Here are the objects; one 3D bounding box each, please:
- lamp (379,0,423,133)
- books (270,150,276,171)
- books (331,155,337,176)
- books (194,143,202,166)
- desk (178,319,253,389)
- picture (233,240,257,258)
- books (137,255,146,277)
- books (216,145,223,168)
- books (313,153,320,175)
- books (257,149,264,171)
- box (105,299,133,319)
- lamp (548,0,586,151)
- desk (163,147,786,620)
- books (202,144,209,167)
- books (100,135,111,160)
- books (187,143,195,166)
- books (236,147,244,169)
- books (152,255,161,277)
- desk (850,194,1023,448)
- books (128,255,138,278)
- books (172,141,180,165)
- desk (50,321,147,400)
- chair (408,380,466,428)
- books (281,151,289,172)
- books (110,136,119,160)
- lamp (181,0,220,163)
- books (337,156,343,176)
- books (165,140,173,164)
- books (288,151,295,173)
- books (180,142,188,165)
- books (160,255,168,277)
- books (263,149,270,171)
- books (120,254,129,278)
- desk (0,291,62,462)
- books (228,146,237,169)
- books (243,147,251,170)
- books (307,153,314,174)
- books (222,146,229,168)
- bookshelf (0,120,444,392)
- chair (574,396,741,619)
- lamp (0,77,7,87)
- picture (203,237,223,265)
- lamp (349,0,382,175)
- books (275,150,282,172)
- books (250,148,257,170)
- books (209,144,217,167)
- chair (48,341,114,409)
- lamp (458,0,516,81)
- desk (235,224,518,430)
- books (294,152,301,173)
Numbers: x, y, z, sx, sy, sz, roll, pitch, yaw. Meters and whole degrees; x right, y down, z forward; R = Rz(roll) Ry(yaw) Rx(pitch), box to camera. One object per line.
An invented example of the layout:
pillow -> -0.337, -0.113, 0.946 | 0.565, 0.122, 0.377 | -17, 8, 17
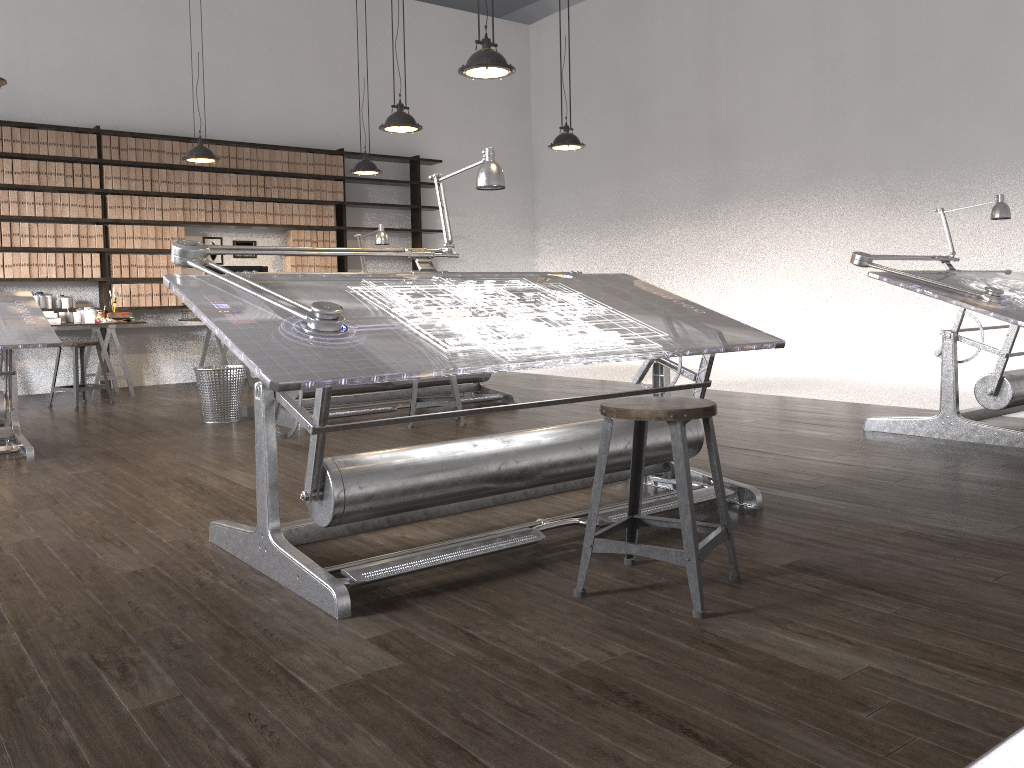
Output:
lamp -> -0.811, -2.926, 6.220 | 0.311, 2.247, 0.313 | -2, 3, -13
books -> -2.532, -2.323, 9.259 | 0.067, 0.225, 0.175 | -3, 4, -37
books -> -1.980, -2.377, 9.684 | 0.067, 0.225, 0.174 | -3, 4, -37
books -> -3.142, -2.263, 8.790 | 0.067, 0.225, 0.174 | -3, 4, -37
desk -> -2.402, -0.343, 8.938 | 1.671, 0.668, 0.656 | -5, 6, -37
picture -> -2.804, -1.411, 9.287 | 0.251, 0.183, 0.023 | -5, 4, -37
books -> -3.576, -1.124, 8.491 | 0.067, 0.225, 0.174 | -3, 4, -37
books -> -2.977, -2.279, 8.917 | 0.067, 0.225, 0.175 | -3, 4, -37
books -> -2.140, -2.360, 9.552 | 0.067, 0.225, 0.175 | -3, 4, -37
books -> -2.639, -2.312, 9.178 | 0.067, 0.225, 0.175 | -3, 4, -37
box -> -3.615, -0.679, 8.133 | 0.212, 0.207, 0.138 | -4, 5, -37
lamp -> 0.422, -3.046, 7.163 | 0.313, 2.247, 0.311 | 1, 3, 32
desk -> -0.088, -0.184, 3.194 | 2.072, 1.383, 1.078 | -5, 5, -37
books -> -3.082, -2.268, 8.832 | 0.067, 0.225, 0.175 | -3, 4, -37
books -> -3.811, -2.198, 8.282 | 0.067, 0.225, 0.175 | -3, 4, -37
books -> -3.200, -2.258, 8.751 | 0.067, 0.225, 0.174 | -3, 4, -37
books -> -2.809, -2.296, 9.050 | 0.067, 0.225, 0.175 | -3, 4, -37
books -> -3.466, -1.135, 8.580 | 0.067, 0.225, 0.175 | -3, 4, -37
desk -> 2.993, -0.459, 5.285 | 2.072, 1.383, 1.078 | -5, 5, -37
books -> -3.635, -1.119, 8.451 | 0.067, 0.225, 0.175 | -3, 4, -37
books -> -3.307, -2.247, 8.661 | 0.067, 0.225, 0.175 | -3, 4, -37
desk -> -4.100, -0.177, 7.638 | 1.671, 0.668, 0.656 | -5, 6, -37
chair -> -0.506, 0.003, 5.785 | 0.372, 0.526, 0.359 | -2, 4, -9
books -> -2.423, -2.333, 9.338 | 0.067, 0.225, 0.175 | -3, 4, -37
books -> -3.749, -2.203, 8.323 | 0.067, 0.225, 0.175 | -3, 4, -37
lamp -> -2.644, -3.005, 7.408 | 0.311, 2.247, 0.313 | -2, 3, -13
books -> -1.922, -2.382, 9.724 | 0.067, 0.225, 0.174 | -3, 4, -37
books -> -3.366, -2.241, 8.619 | 0.067, 0.225, 0.175 | -3, 4, -37
books -> -2.369, -2.339, 9.384 | 0.067, 0.225, 0.175 | -3, 4, -37
books -> -3.254, -2.252, 8.707 | 0.067, 0.225, 0.175 | -3, 4, -37
books -> -3.409, -1.140, 8.616 | 0.067, 0.225, 0.175 | -3, 4, -37
books -> -2.582, -2.317, 9.215 | 0.067, 0.225, 0.175 | -3, 4, -37
books -> -3.691, -1.113, 8.401 | 0.067, 0.225, 0.175 | -3, 4, -37
desk -> -3.646, -0.236, 4.483 | 2.284, 1.383, 1.078 | -5, 5, -37
books -> -2.865, -2.290, 9.000 | 0.067, 0.225, 0.175 | -3, 4, -37
books -> -2.749, -2.301, 9.089 | 0.067, 0.225, 0.174 | -3, 4, -37
books -> -2.198, -2.355, 9.509 | 0.067, 0.225, 0.175 | -3, 4, -37
books -> -2.927, -2.284, 8.959 | 0.067, 0.225, 0.175 | -3, 4, -37
bookshelf -> -4.540, -0.744, 7.871 | 9.193, 3.199, 0.374 | -5, 5, -37
chair -> 0.408, 0.315, 2.458 | 0.372, 0.526, 0.359 | 1, 4, 31
lamp -> -2.877, -2.724, 4.639 | 0.311, 2.247, 0.313 | -2, 3, -17
picture -> -3.070, -1.365, 9.086 | 0.202, 0.284, 0.022 | -4, 4, -38
lamp -> -1.411, -3.125, 8.351 | 0.311, 2.247, 0.313 | -2, 3, -13
books -> -2.481, -2.327, 9.296 | 0.067, 0.225, 0.175 | -3, 4, -37
books -> -2.696, -2.307, 9.135 | 0.067, 0.225, 0.174 | -3, 4, -37
books -> -3.025, -2.274, 8.876 | 0.067, 0.225, 0.175 | -3, 4, -37
chair -> -3.556, -0.081, 7.286 | 0.358, 0.526, 0.373 | 1, 4, 26
lamp -> -0.158, -2.781, 4.688 | 0.311, 2.260, 0.313 | -2, 3, -13
desk -> -0.986, -0.496, 6.518 | 2.072, 1.383, 1.078 | -5, 5, -37
books -> -2.315, -2.344, 9.428 | 0.067, 0.225, 0.174 | -3, 4, -37
